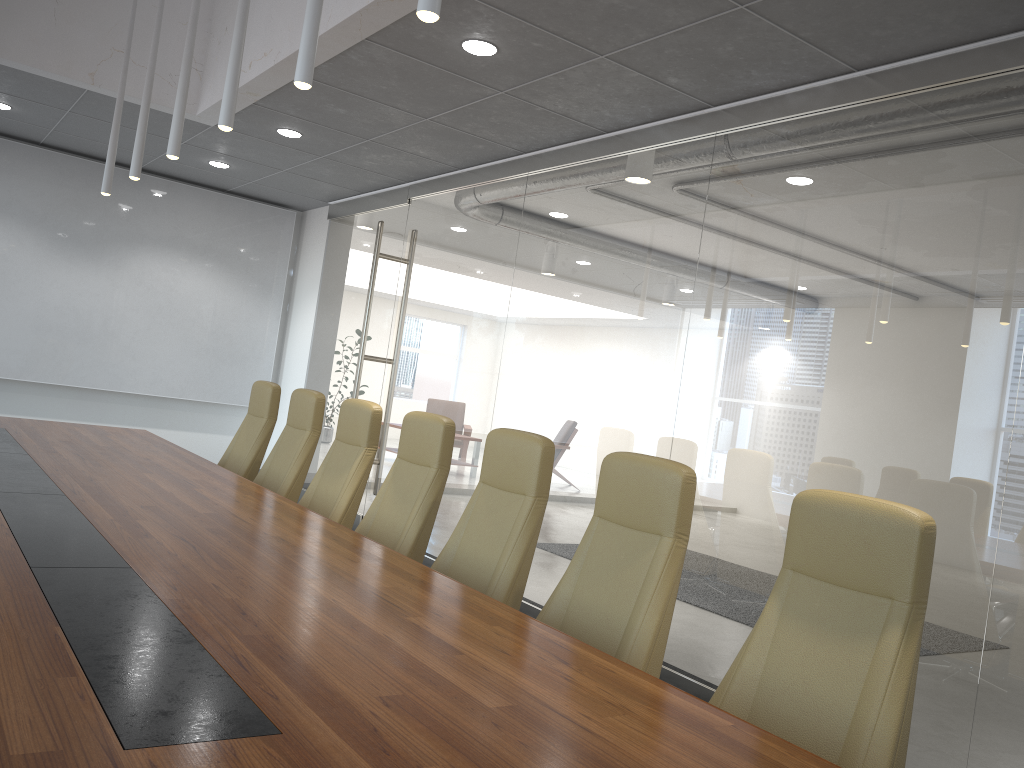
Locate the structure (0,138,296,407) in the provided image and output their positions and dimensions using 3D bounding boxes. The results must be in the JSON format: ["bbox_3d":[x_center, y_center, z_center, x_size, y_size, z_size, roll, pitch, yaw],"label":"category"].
[{"bbox_3d":[-1.664,-0.863,3.537,6.600,2.466,13.989,9,-1,-35],"label":"structure"}]

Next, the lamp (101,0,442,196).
[{"bbox_3d":[-1.476,-2.453,3.529,2.619,2.378,7.258,9,-1,-35],"label":"lamp"}]

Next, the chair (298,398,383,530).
[{"bbox_3d":[-1.320,0.731,4.883,0.955,1.406,0.711,9,-1,-35],"label":"chair"}]

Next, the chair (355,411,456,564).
[{"bbox_3d":[-0.868,0.786,4.231,0.955,1.406,0.711,9,-1,-35],"label":"chair"}]

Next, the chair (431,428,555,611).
[{"bbox_3d":[-0.413,0.841,3.575,0.955,1.406,0.711,9,-1,-35],"label":"chair"}]

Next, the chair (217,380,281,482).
[{"bbox_3d":[-2.236,0.620,6.201,0.955,1.406,0.711,9,-1,-35],"label":"chair"}]

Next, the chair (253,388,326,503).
[{"bbox_3d":[-1.781,0.675,5.546,0.955,1.406,0.711,9,-1,-35],"label":"chair"}]

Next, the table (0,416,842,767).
[{"bbox_3d":[-1.960,0.872,3.473,2.300,0.895,6.500,9,-1,-35],"label":"table"}]

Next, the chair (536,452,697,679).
[{"bbox_3d":[0.040,0.896,2.923,0.955,1.406,0.711,9,-1,-35],"label":"chair"}]

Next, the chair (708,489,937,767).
[{"bbox_3d":[0.558,0.961,2.295,0.955,1.406,0.711,9,-1,-35],"label":"chair"}]
